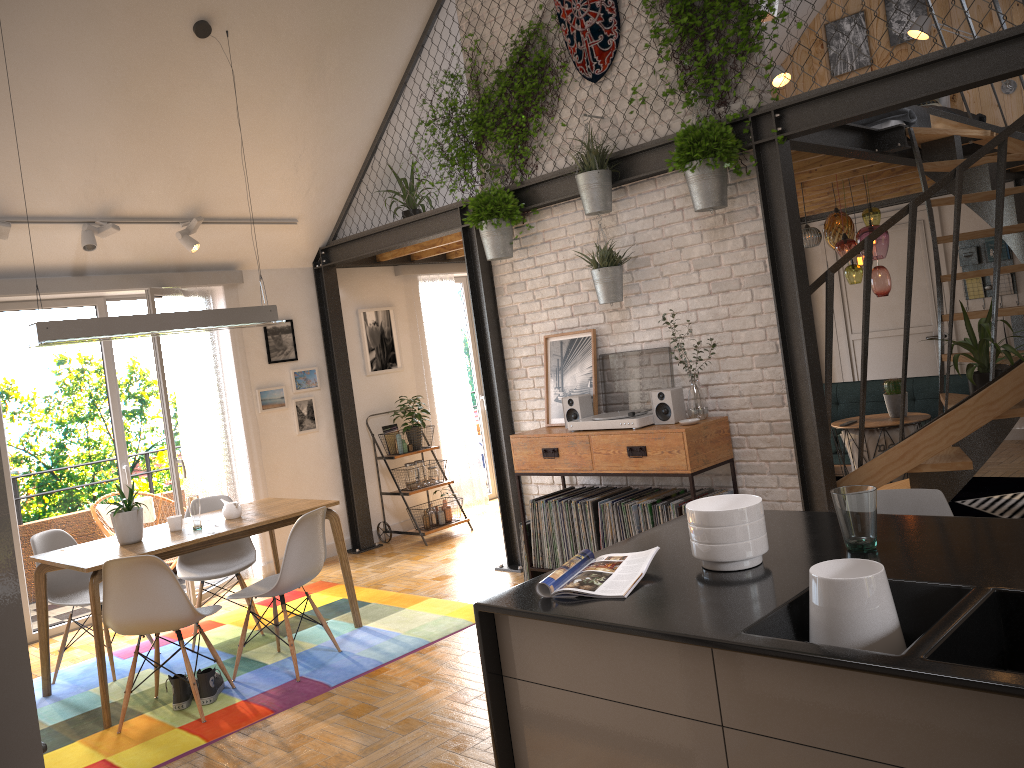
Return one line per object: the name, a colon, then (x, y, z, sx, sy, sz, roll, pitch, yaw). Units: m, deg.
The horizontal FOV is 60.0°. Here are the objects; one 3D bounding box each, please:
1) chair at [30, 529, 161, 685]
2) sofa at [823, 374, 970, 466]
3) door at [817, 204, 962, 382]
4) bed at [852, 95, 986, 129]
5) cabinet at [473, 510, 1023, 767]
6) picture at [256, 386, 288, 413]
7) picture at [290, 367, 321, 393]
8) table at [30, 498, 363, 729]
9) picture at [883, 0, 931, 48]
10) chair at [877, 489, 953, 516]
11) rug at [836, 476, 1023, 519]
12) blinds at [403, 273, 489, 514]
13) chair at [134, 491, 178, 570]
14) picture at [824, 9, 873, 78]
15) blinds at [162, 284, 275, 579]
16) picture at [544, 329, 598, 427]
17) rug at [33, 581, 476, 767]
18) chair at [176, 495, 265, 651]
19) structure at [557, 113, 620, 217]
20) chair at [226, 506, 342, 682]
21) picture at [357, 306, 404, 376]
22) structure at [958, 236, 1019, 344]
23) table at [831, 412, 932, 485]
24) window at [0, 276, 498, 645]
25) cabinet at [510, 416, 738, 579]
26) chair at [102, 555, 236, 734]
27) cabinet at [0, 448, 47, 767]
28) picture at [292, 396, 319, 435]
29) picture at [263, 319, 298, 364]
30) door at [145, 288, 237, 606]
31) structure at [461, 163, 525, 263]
chair: (-2.361, 1.205, 4.980, 0.542, 0.801, 0.466, -8, 1, 13)
sofa: (2.931, 0.389, 7.529, 1.968, 0.782, 0.827, -6, 3, 44)
door: (3.772, -0.553, 8.851, 1.197, 2.300, 0.088, -7, 1, 44)
bed: (2.841, -2.269, 7.914, 2.116, 1.021, 2.297, -6, 3, 44)
cabinet: (1.165, 0.719, 1.607, 2.430, 1.135, 1.003, -6, 2, 44)
picture: (-1.883, 0.119, 6.964, 0.023, 0.183, 0.252, -8, 1, 44)
picture: (-1.676, -0.036, 7.194, 0.023, 0.183, 0.252, -8, 1, 44)
table: (-1.709, 1.162, 4.876, 0.848, 0.754, 1.470, -6, 2, 44)
picture: (3.758, -3.516, 8.437, 0.380, 0.506, 0.011, -7, 1, 44)
chair: (1.221, 0.797, 2.731, 0.403, 0.866, 0.431, -8, 1, 25)
rug: (2.460, 0.885, 6.804, 3.491, 0.010, 1.706, -5, 4, 44)
blinds: (-0.596, 0.042, 8.205, 0.123, 2.282, 0.669, -8, 0, 45)
chair: (-2.906, 1.204, 7.055, 0.885, 0.808, 0.670, -8, 1, 9)
picture: (3.352, -3.390, 8.847, 0.420, 0.554, 0.017, -7, 1, 44)
blinds: (-2.160, 0.333, 6.544, 0.187, 2.288, 0.752, -8, 0, 39)
picture: (0.361, -0.033, 5.515, 0.409, 0.576, 0.127, -7, 1, 44)
rug: (-1.649, 1.532, 4.768, 1.933, 0.024, 2.792, -5, 4, 44)
chair: (-1.776, 1.107, 5.351, 0.466, 0.801, 0.541, -8, 1, -19)
structure: (0.448, -1.266, 5.157, 0.384, 0.607, 0.349, -8, 1, 7)
chair: (-0.462, 0.079, 3.012, 4.008, 2.685, 3.501, -6, 2, 45)
picture: (-1.150, -0.383, 7.774, 0.022, 0.575, 0.416, -8, 1, 44)
structure: (4.412, -0.834, 8.185, 0.441, 1.076, 0.099, -7, 0, 44)
table: (2.699, 0.521, 6.413, 0.681, 0.686, 0.681, -8, 1, -6)
window: (1.023, -1.054, 4.320, 8.608, 4.464, 7.809, -6, 3, 44)
cabinet: (0.639, 0.723, 5.119, 1.261, 0.963, 0.457, -6, 2, 44)
chair: (-1.622, 1.140, 4.143, 0.465, 0.801, 0.543, -8, 1, 2)
cabinet: (-1.873, 0.681, 2.063, 2.245, 2.002, 0.827, -6, 1, 44)
picture: (-1.671, 0.252, 7.165, 0.022, 0.284, 0.202, -8, 1, 44)
picture: (-1.846, -0.340, 7.068, 0.021, 0.336, 0.262, -8, 1, 44)
door: (-2.307, 0.412, 6.533, 0.111, 2.230, 0.803, -8, 0, 6)
structure: (-0.124, -1.104, 5.712, 0.424, 0.652, 0.437, -8, 1, -16)
